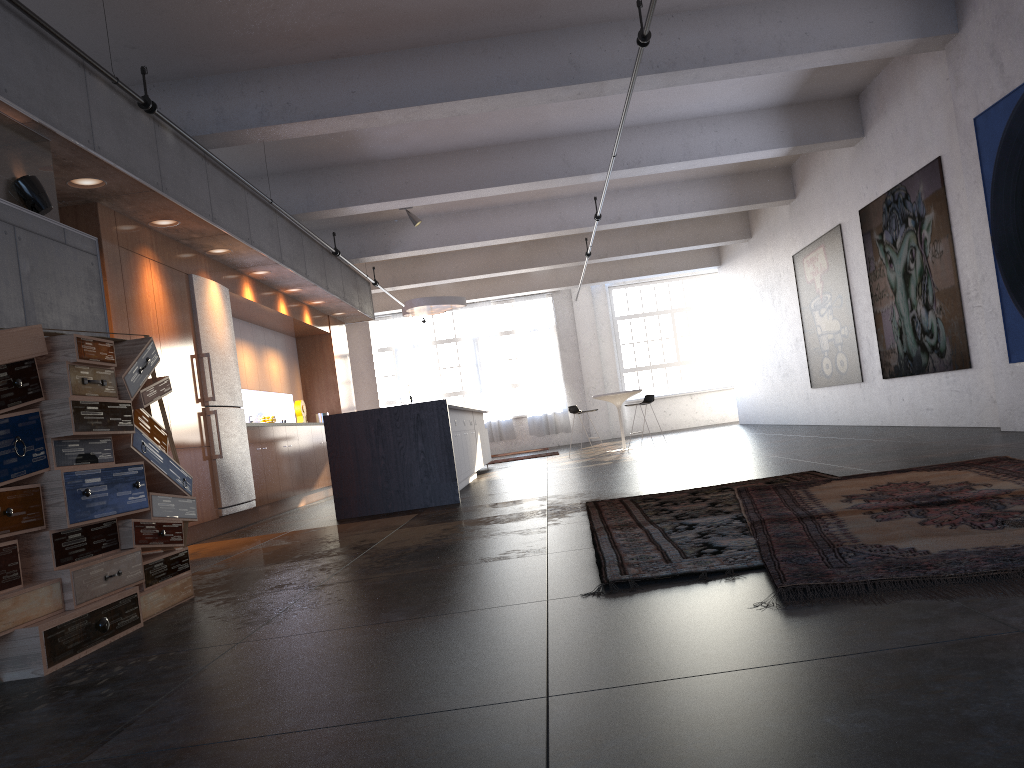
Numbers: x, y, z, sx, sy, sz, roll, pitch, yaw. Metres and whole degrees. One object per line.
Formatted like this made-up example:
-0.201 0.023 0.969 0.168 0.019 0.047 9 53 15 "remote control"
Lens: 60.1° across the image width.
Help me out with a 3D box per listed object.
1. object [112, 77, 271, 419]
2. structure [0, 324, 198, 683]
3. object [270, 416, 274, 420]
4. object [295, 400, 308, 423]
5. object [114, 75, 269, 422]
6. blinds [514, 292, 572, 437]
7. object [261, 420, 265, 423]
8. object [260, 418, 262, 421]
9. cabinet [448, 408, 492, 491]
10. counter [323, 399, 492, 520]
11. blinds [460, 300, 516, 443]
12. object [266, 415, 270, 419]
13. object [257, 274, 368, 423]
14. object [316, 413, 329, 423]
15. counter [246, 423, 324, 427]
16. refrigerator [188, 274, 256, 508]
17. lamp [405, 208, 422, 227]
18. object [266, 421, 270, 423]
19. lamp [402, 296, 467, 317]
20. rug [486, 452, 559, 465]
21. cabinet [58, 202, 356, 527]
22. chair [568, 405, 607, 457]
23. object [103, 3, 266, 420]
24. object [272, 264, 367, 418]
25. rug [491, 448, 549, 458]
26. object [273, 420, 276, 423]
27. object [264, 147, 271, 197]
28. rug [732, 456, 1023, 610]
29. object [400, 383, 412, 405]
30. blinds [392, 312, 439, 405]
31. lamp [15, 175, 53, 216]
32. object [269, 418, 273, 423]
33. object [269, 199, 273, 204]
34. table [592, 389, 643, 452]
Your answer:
-3.128 0.436 11.459 0.063 0.051 0.053 -8 -2 -7 "object"
-1.930 0.422 3.746 0.638 1.314 1.915 -8 -2 2 "structure"
-2.877 -0.816 8.034 0.053 2.167 6.841 -8 -3 -6 "object"
-3.022 0.420 12.711 0.099 0.381 0.275 -8 -2 2 "object"
-2.885 -0.785 8.643 0.057 2.188 5.605 -8 -3 -9 "object"
0.697 -0.591 21.775 1.030 3.748 0.342 -8 -1 -2 "blinds"
-3.190 0.486 11.332 0.053 0.053 0.061 -8 -2 -8 "object"
-3.214 0.456 11.383 0.052 0.053 0.062 -6 -3 -41 "object"
-0.933 0.891 12.046 0.922 0.929 5.655 -8 -3 2 "cabinet"
-0.972 0.837 11.435 1.141 0.970 6.664 -8 -3 2 "counter"
-0.660 -0.399 21.759 1.038 3.695 0.338 -8 -1 -3 "blinds"
-2.968 -0.893 6.532 0.059 2.163 9.878 -8 -3 -4 "object"
-4.876 0.933 5.072 0.942 1.213 13.297 -8 -3 13 "object"
-2.851 0.528 13.344 0.194 0.170 0.187 -6 -3 -40 "object"
-3.482 0.625 11.382 1.606 0.039 4.465 -8 -3 2 "counter"
-2.879 0.090 8.668 0.220 2.189 0.955 -8 -1 -1 "refrigerator"
-1.407 -2.389 12.653 0.224 0.286 0.130 -7 -2 -16 "lamp"
-3.123 0.505 11.328 0.052 0.053 0.061 -7 -2 -17 "object"
-1.363 -1.239 14.214 1.028 0.130 1.059 -5 -4 -43 "lamp"
-0.530 1.513 16.999 2.884 0.029 1.856 -8 -3 0 "rug"
-3.944 0.232 10.643 2.378 2.560 8.116 -8 -3 2 "cabinet"
1.174 0.776 14.263 0.512 0.895 0.457 -7 -2 -22 "chair"
-3.177 0.435 11.330 0.058 0.059 0.051 -9 -2 35 "object"
-3.084 0.432 11.431 0.056 0.060 0.053 -9 -2 24 "object"
-0.690 1.722 20.693 3.130 0.009 1.816 -8 -3 0 "rug"
-4.843 -0.649 5.765 0.061 2.208 11.936 -8 -3 16 "object"
-3.109 0.472 11.407 0.050 0.053 0.065 -9 -3 39 "object"
1.921 0.541 4.025 1.864 0.048 3.549 -8 -3 11 "rug"
-2.312 0.942 19.722 1.180 1.918 1.056 -8 -2 1 "object"
-2.342 -0.158 21.755 1.032 3.672 0.361 -8 -1 -1 "blinds"
-2.708 -1.043 4.980 0.214 0.258 0.169 -7 -2 -18 "lamp"
-2.791 -0.718 10.288 0.054 2.226 2.380 -7 -2 -23 "object"
-3.142 0.483 11.450 0.051 0.053 0.062 -8 -2 8 "object"
1.793 0.616 14.591 0.828 0.951 0.830 -8 -2 1 "table"
